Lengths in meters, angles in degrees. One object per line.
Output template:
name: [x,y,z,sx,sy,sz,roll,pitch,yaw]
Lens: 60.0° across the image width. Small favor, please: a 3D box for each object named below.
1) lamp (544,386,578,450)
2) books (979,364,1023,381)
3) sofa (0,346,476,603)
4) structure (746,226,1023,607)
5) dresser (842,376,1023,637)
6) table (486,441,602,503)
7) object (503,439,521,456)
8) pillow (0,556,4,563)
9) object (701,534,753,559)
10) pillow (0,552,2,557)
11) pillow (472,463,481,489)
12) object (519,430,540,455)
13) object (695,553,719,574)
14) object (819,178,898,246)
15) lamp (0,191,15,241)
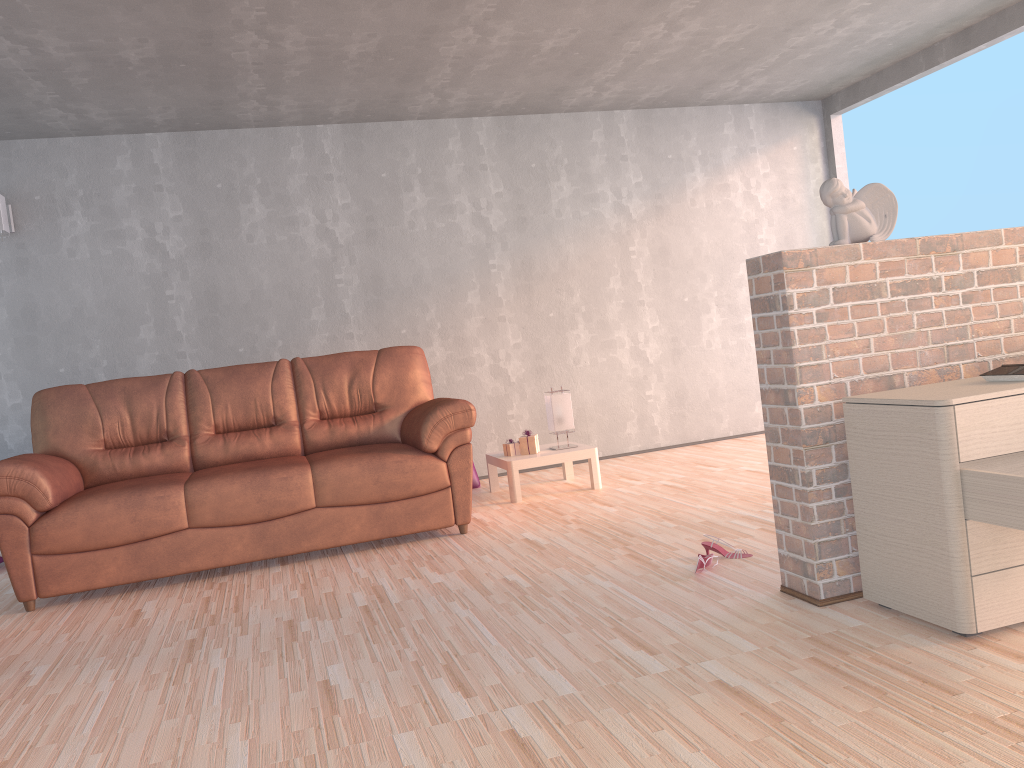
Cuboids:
lamp: [0.288,0.201,5.317,0.140,0.376,0.140,-8,2,-16]
books: [1.444,-0.037,2.483,0.209,0.040,0.146,-8,3,-26]
sofa: [-1.330,0.350,4.463,2.202,0.923,0.981,-8,2,-16]
structure: [1.495,0.045,2.891,1.422,1.057,0.211,-8,2,-16]
dresser: [1.881,0.237,2.520,1.686,0.612,0.605,-8,2,-16]
table: [0.180,0.520,5.329,0.548,0.241,0.548,-8,2,-16]
object: [0.019,0.371,5.284,0.080,0.105,0.152,-5,3,43]
pillow: [-3.035,0.978,4.901,0.392,0.130,0.365,-7,2,5]
object: [0.800,0.605,3.315,0.188,0.085,0.069,-6,3,24]
pillow: [-2.804,0.906,4.992,0.357,0.205,0.388,-8,3,-29]
pillow: [-0.404,0.539,5.770,0.327,0.326,0.241,-8,2,-22]
object: [0.101,0.339,5.232,0.099,0.147,0.102,-6,2,13]
object: [0.693,0.634,3.170,0.078,0.066,0.192,-6,2,21]
object: [1.067,-0.539,2.763,0.216,0.218,0.131,-8,2,-16]
lamp: [-3.044,-0.990,5.207,0.165,0.319,0.177,-8,2,-16]
